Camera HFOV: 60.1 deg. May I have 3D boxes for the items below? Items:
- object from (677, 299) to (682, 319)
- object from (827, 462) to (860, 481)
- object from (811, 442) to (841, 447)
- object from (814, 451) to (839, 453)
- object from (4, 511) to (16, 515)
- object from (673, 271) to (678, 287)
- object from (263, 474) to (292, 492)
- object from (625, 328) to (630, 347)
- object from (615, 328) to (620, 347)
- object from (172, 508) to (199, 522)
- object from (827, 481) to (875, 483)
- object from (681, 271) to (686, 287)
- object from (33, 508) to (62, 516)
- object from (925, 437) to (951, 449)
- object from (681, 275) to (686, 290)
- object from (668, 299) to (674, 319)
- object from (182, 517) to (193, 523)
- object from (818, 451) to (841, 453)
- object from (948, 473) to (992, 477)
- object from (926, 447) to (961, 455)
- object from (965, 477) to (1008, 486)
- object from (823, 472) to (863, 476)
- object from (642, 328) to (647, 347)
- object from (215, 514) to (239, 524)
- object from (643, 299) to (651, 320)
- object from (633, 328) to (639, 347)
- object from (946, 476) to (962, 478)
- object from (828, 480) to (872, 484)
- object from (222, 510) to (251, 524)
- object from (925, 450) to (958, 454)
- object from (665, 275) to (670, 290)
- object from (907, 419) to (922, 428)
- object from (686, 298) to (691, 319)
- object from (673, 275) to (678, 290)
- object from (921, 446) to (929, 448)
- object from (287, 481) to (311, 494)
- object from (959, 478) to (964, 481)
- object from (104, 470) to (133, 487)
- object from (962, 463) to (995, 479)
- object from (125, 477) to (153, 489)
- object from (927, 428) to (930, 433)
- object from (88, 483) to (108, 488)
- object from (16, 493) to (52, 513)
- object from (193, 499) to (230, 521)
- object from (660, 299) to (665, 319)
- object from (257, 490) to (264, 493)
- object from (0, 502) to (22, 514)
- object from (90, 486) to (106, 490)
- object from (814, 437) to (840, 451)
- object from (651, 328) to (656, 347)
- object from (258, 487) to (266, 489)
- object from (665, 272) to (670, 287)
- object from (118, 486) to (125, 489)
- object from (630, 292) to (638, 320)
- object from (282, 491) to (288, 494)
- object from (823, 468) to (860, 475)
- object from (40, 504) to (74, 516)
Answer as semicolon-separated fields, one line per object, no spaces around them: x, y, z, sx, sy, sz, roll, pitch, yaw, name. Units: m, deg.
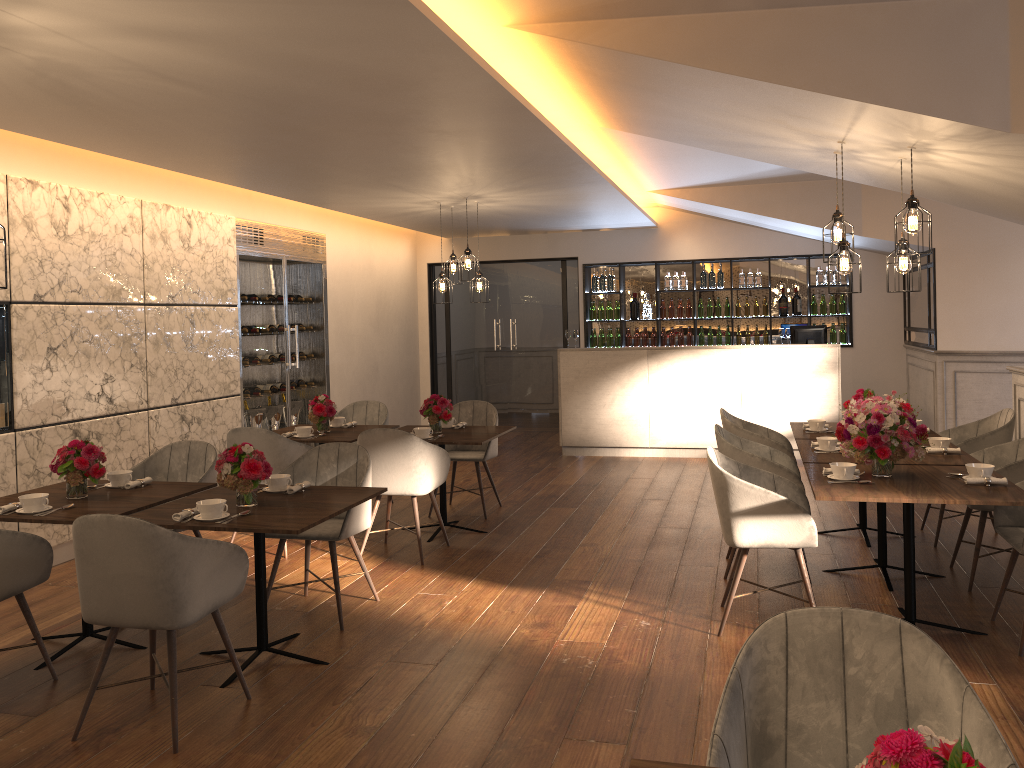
2.152;-0.968;11.360;0.065;0.261;0.066;-2;1;-6;object
1.606;0.425;4.292;0.148;0.072;0.148;-4;4;-32;object
1.881;0.362;5.302;0.175;0.039;0.056;0;3;15;object
1.856;0.394;5.110;0.210;0.004;0.022;0;4;15;object
-2.239;0.566;4.041;0.025;0.024;0.193;-1;4;15;object
2.092;-1.336;11.336;0.069;0.208;0.040;-1;1;15;object
-1.154;0.490;4.366;0.148;0.072;0.148;-4;4;-32;object
1.506;-0.602;11.543;0.065;0.261;0.066;-2;1;-6;object
1.378;-0.602;11.578;0.065;0.261;0.066;-2;1;-6;object
-1.389;0.555;3.799;0.056;0.039;0.176;-1;4;15;object
1.612;0.466;4.210;0.210;0.004;0.022;0;4;15;object
2.189;-1.337;11.309;0.069;0.208;0.040;-1;1;15;object
-2.083;0.574;4.016;0.022;0.004;0.211;0;4;15;object
2.447;0.347;5.066;0.148;0.072;0.148;-4;4;-32;object
2.190;-1.300;11.310;0.070;0.190;0.041;-1;1;15;object
2.045;-0.968;11.389;0.065;0.261;0.066;-2;1;-6;object
-1.353;0.561;3.800;0.025;0.024;0.193;-1;4;15;object
1.840;0.391;5.078;0.197;0.015;0.043;-1;4;11;object
2.214;0.440;4.281;0.197;0.015;0.043;-1;4;11;object
2.418;0.373;4.957;0.175;0.039;0.056;0;3;15;object
2.173;0.445;4.057;0.175;0.039;0.056;0;3;15;object
1.636;0.443;4.366;0.192;0.024;0.025;0;3;15;object
1.720;-0.604;11.485;0.065;0.261;0.066;-2;1;-6;object
-1.196;0.569;3.775;0.022;0.004;0.211;0;4;15;object
1.748;-0.974;11.467;0.108;0.281;0.108;-2;1;-29;object
1.613;-0.603;11.514;0.065;0.261;0.066;-2;1;-6;object
2.199;0.448;4.249;0.210;0.004;0.022;0;4;15;object
1.596;0.463;4.178;0.197;0.015;0.043;-1;4;11;object
-1.164;0.564;3.759;0.043;0.015;0.198;-1;4;11;object
2.418;0.378;4.993;0.192;0.024;0.025;0;3;15;object
1.996;-1.299;11.363;0.070;0.190;0.041;-1;1;15;object
2.682;0.278;5.931;0.148;0.072;0.148;-4;4;-32;object
2.258;-0.969;11.331;0.065;0.261;0.066;-2;1;-6;object
2.093;-1.300;11.337;0.070;0.190;0.041;-1;1;15;object
2.459;0.368;5.181;0.197;0.015;0.043;-1;4;11;object
-1.044;0.507;4.337;0.056;0.039;0.176;-1;4;15;object
2.173;0.449;4.093;0.192;0.024;0.025;0;3;15;object
-2.041;0.495;4.607;0.148;0.072;0.148;-4;4;-32;object
2.203;0.419;4.167;0.148;0.072;0.148;-4;4;-32;object
-1.930;0.512;4.578;0.056;0.039;0.176;-1;4;15;object
2.653;0.304;5.821;0.175;0.039;0.056;0;3;15;object
-2.154;0.526;4.619;0.043;0.015;0.198;-1;4;11;object
-2.165;0.542;4.011;0.148;0.072;0.148;-4;4;-32;object
-1.279;0.537;3.769;0.148;0.072;0.148;-4;4;-32;object
1.938;-0.967;11.418;0.065;0.261;0.066;-2;1;-6;object
-1.235;0.527;4.362;0.022;0.004;0.211;0;4;15;object
-2.275;0.560;4.041;0.056;0.039;0.176;-1;4;15;object
-2.122;0.532;4.603;0.022;0.004;0.211;0;4;15;object
1.850;0.354;5.192;0.148;0.072;0.148;-4;4;-32;object
1.826;-0.604;11.456;0.065;0.261;0.066;-2;1;-6;object
-1.268;0.521;4.378;0.043;0.015;0.198;-1;4;11;object
1.995;-1.336;11.362;0.069;0.208;0.040;-1;1;15;object
-1.966;0.520;4.578;0.025;0.024;0.193;-1;4;15;object
1.588;-1.014;11.516;0.104;0.359;0.104;-2;1;-13;object
-1.079;0.515;4.337;0.025;0.024;0.193;-1;4;15;object
1.636;0.434;4.402;0.175;0.039;0.056;0;3;15;object
-2.051;0.569;4.000;0.043;0.015;0.198;-1;4;11;object
